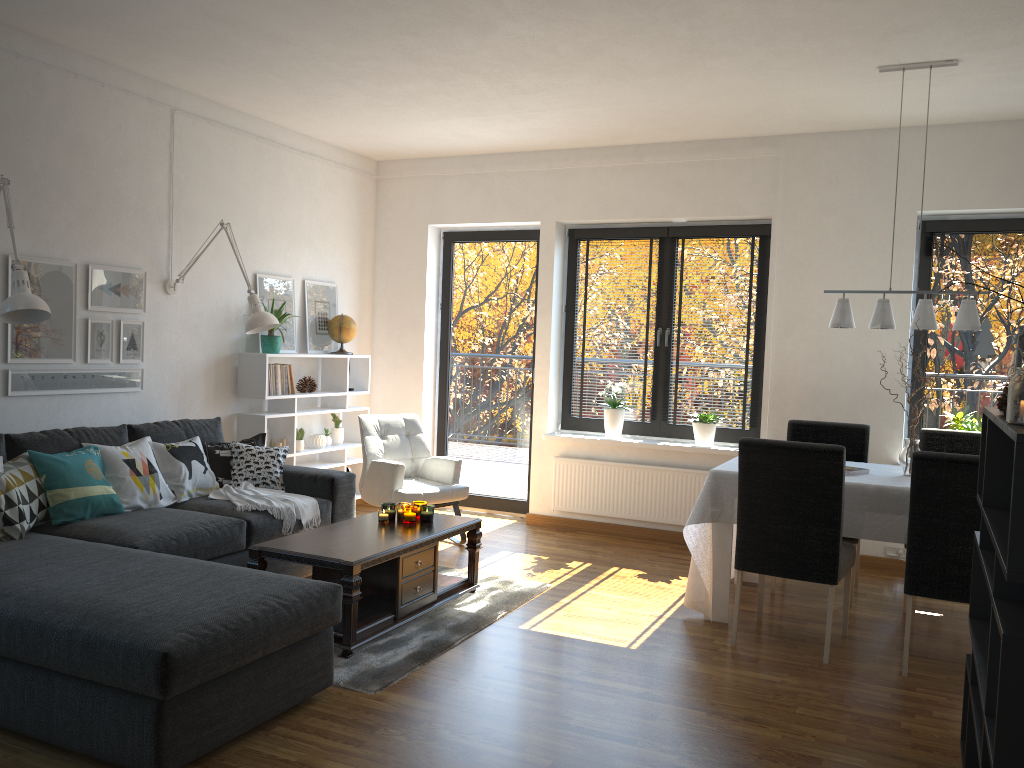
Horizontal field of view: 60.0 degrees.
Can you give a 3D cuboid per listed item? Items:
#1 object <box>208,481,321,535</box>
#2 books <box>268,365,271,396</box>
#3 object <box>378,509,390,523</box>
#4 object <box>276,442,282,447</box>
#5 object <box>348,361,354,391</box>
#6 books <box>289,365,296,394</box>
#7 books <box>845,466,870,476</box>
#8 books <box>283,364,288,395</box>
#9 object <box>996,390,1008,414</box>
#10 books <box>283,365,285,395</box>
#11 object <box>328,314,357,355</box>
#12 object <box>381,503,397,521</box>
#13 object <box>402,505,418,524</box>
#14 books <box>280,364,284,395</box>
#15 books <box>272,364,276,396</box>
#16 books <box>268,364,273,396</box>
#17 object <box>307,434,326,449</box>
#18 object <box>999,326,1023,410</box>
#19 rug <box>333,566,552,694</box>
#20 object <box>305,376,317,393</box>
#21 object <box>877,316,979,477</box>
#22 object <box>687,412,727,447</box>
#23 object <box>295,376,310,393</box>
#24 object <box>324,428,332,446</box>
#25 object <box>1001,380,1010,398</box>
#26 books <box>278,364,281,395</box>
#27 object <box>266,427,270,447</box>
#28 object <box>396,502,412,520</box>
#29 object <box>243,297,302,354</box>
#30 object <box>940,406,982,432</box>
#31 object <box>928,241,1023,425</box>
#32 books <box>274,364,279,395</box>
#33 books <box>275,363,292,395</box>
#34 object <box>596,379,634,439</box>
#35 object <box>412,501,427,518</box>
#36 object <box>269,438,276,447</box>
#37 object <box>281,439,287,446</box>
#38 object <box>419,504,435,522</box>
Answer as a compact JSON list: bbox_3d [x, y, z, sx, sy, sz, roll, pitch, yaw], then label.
[{"bbox_3d":[-1.399,0.671,4.763,0.605,0.212,0.488,3,3,21],"label":"object"},{"bbox_3d":[-1.653,-0.026,5.869,0.136,0.210,0.033,4,3,26],"label":"books"},{"bbox_3d":[-0.651,0.671,4.494,0.060,0.061,0.060,4,3,30],"label":"object"},{"bbox_3d":[-1.631,0.432,5.941,0.176,0.084,0.078,2,3,-7],"label":"object"},{"bbox_3d":[-1.251,-0.064,6.797,0.066,0.230,0.075,2,3,5],"label":"object"},{"bbox_3d":[-1.552,-0.033,6.081,0.132,0.204,0.070,4,3,26],"label":"books"},{"bbox_3d":[1.650,0.435,4.531,0.204,0.022,0.278,0,3,-38],"label":"books"},{"bbox_3d":[-1.584,-0.032,6.020,0.133,0.208,0.044,4,3,25],"label":"books"},{"bbox_3d":[1.355,0.046,2.397,0.082,0.085,0.082,4,4,40],"label":"object"},{"bbox_3d":[-1.593,-0.029,6.000,0.131,0.204,0.035,4,3,25],"label":"books"},{"bbox_3d":[-1.274,-0.375,6.657,0.215,0.305,0.217,5,4,42],"label":"object"},{"bbox_3d":[-0.634,0.658,4.568,0.079,0.081,0.079,3,3,20],"label":"object"},{"bbox_3d":[-0.520,0.665,4.514,0.079,0.081,0.079,3,3,20],"label":"object"},{"bbox_3d":[-1.601,-0.031,5.979,0.133,0.209,0.044,4,3,25],"label":"books"},{"bbox_3d":[-1.636,-0.029,5.904,0.136,0.209,0.044,4,3,25],"label":"books"},{"bbox_3d":[-1.645,-0.029,5.883,0.129,0.209,0.035,4,3,25],"label":"books"},{"bbox_3d":[-1.410,0.413,6.404,0.134,0.098,0.132,2,3,-5],"label":"object"},{"bbox_3d":[1.518,-0.110,2.574,0.163,0.384,0.154,5,4,41],"label":"object"},{"bbox_3d":[-0.623,1.118,4.393,1.051,0.034,1.812,3,3,24],"label":"rug"},{"bbox_3d":[-1.444,0.003,6.353,0.096,0.125,0.101,5,4,40],"label":"object"},{"bbox_3d":[2.006,0.072,4.397,0.403,0.785,0.615,2,3,0],"label":"object"},{"bbox_3d":[1.349,0.313,6.174,0.267,0.237,0.283,2,3,7],"label":"object"},{"bbox_3d":[-1.480,0.003,6.281,0.102,0.127,0.094,1,3,-20],"label":"object"},{"bbox_3d":[-1.365,0.390,6.535,0.072,0.137,0.072,2,3,5],"label":"object"},{"bbox_3d":[1.526,0.024,2.682,0.078,0.101,0.086,5,4,39],"label":"object"},{"bbox_3d":[-1.614,-0.030,5.954,0.135,0.208,0.048,4,3,25],"label":"books"},{"bbox_3d":[-1.678,0.373,5.932,0.108,0.198,0.108,4,4,36],"label":"object"},{"bbox_3d":[-0.560,0.660,4.594,0.079,0.081,0.079,3,3,20],"label":"object"},{"bbox_3d":[-1.610,-0.391,5.950,0.387,0.372,0.424,3,3,12],"label":"object"},{"bbox_3d":[2.822,0.325,5.441,0.333,0.385,0.299,5,4,40],"label":"object"},{"bbox_3d":[1.107,-0.165,1.870,0.426,0.522,0.298,3,3,22],"label":"object"},{"bbox_3d":[-1.621,-0.030,5.926,0.133,0.210,0.044,4,3,26],"label":"books"},{"bbox_3d":[-1.569,-0.033,6.053,0.128,0.211,0.061,4,3,26],"label":"books"},{"bbox_3d":[0.741,0.177,6.395,0.286,0.444,0.340,3,3,13],"label":"object"},{"bbox_3d":[-0.485,0.660,4.659,0.079,0.081,0.079,3,3,20],"label":"object"},{"bbox_3d":[-1.629,0.416,6.021,0.062,0.108,0.062,4,3,25],"label":"object"},{"bbox_3d":[-1.554,0.423,6.031,0.039,0.099,0.039,3,3,21],"label":"object"},{"bbox_3d":[-0.438,0.666,4.565,0.079,0.081,0.079,3,3,20],"label":"object"}]
